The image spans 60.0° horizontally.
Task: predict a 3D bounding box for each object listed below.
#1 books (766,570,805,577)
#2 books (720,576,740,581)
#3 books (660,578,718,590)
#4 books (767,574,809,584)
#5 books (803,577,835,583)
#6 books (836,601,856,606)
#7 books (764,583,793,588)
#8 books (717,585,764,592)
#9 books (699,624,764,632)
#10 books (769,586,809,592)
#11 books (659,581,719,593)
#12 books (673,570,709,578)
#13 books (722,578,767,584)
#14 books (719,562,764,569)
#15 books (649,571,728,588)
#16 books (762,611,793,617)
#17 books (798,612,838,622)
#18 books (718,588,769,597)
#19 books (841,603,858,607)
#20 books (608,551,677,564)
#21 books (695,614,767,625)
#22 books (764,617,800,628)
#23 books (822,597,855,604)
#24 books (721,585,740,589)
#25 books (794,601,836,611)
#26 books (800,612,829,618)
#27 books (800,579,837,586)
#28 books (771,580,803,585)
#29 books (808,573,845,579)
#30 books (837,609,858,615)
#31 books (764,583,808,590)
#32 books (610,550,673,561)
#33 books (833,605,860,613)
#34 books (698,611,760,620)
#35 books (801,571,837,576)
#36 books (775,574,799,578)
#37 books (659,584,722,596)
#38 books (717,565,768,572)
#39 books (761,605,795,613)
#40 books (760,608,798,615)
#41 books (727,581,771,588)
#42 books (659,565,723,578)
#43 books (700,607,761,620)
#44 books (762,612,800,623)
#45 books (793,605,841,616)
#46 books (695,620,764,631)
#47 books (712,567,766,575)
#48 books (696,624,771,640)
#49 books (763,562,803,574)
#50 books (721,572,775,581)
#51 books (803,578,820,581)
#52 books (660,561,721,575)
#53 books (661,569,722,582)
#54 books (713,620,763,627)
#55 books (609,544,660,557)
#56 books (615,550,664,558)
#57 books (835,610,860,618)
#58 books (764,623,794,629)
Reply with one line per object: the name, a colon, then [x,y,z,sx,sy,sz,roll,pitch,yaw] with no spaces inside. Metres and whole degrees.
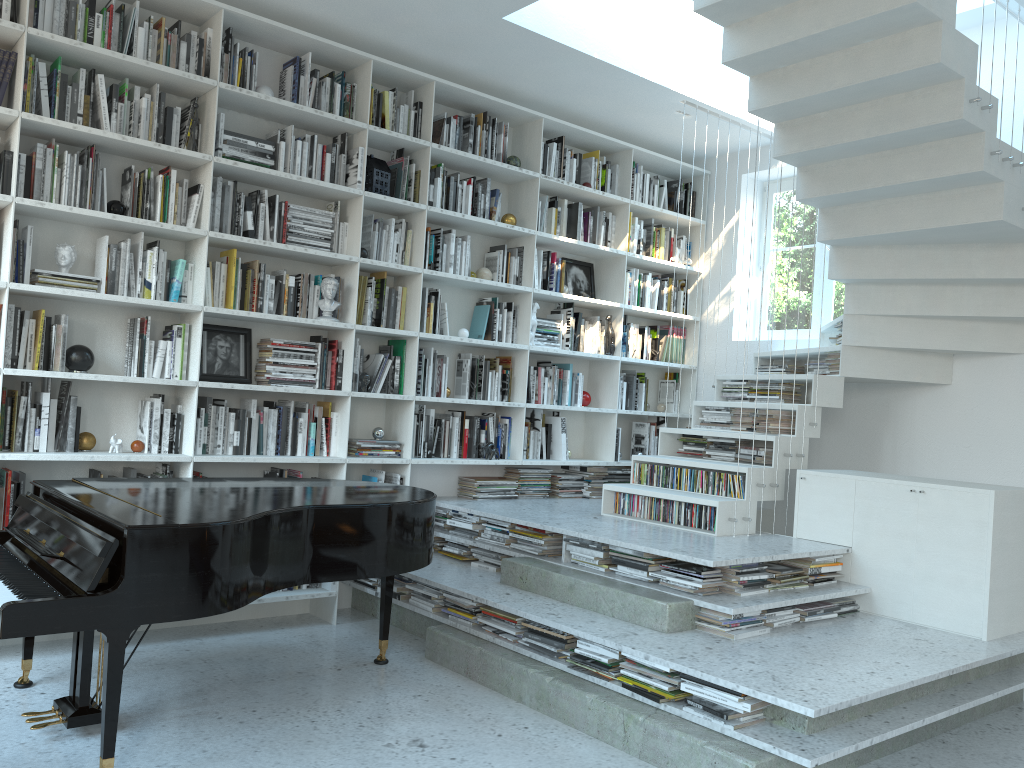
books: [1.251,0.889,4.229,0.246,0.013,0.172,5,-2,-40]
books: [1.031,0.874,4.055,0.260,0.009,0.153,5,-2,-36]
books: [0.798,0.893,3.991,0.152,0.015,0.208,5,-2,-42]
books: [1.260,0.913,4.215,0.273,0.014,0.187,5,-2,-44]
books: [1.474,0.964,4.422,0.259,0.009,0.152,5,-2,-42]
books: [1.574,1.070,4.372,0.229,0.014,0.133,5,-2,-40]
books: [1.239,0.942,4.239,0.294,0.014,0.133,5,-2,-42]
books: [1.025,0.922,4.058,0.227,0.013,0.148,5,-2,-41]
books: [0.939,1.036,3.830,0.264,0.006,0.164,5,-2,-38]
books: [1.250,0.958,4.223,0.291,0.007,0.174,5,-2,-36]
books: [0.793,0.907,3.987,0.161,0.014,0.212,5,-2,-35]
books: [0.826,0.851,4.013,0.091,0.011,0.190,5,-2,-41]
books: [1.033,0.885,4.053,0.210,0.012,0.168,5,-2,-38]
books: [1.024,0.820,4.069,0.261,0.016,0.128,5,-2,-40]
books: [0.789,0.872,3.983,0.185,0.014,0.297,5,-2,-40]
books: [1.153,1.026,4.020,0.211,0.018,0.134,5,-2,-36]
books: [1.384,1.082,4.182,0.250,0.018,0.177,5,-2,-36]
books: [1.034,0.936,4.047,0.216,0.015,0.177,5,-2,-41]
books: [1.577,1.081,4.367,0.225,0.007,0.133,5,-2,-35]
books: [0.617,0.817,4.198,0.168,0.013,0.281,5,-2,-42]
books: [0.943,1.003,3.828,0.292,0.012,0.159,5,-2,-36]
books: [1.165,1.057,4.002,0.232,0.019,0.169,5,-2,-44]
books: [1.575,1.060,4.371,0.215,0.007,0.130,5,-2,-37]
books: [1.023,0.909,4.063,0.207,0.012,0.131,5,-2,-43]
books: [1.377,1.037,4.183,0.275,0.009,0.176,5,-2,-39]
books: [1.381,1.070,4.187,0.254,0.005,0.161,5,-2,-43]
books: [1.480,0.975,4.414,0.220,0.011,0.177,5,-2,-41]
books: [1.250,0.927,4.227,0.215,0.015,0.177,5,-2,-38]
books: [1.488,0.941,4.407,0.281,0.008,0.181,5,-2,-34]
books: [1.579,1.107,4.362,0.179,0.010,0.160,5,-2,-39]
books: [1.251,0.952,4.223,0.287,0.005,0.165,5,-2,-34]
books: [0.619,0.807,4.199,0.171,0.007,0.260,5,-2,-41]
books: [1.578,1.093,4.364,0.234,0.017,0.151,5,-2,-38]
books: [0.936,0.991,3.838,0.257,0.010,0.132,5,-2,-35]
books: [1.476,0.929,4.423,0.268,0.014,0.160,5,-2,-40]
books: [1.247,0.900,4.233,0.179,0.010,0.160,5,-2,-37]
books: [0.804,0.919,3.997,0.144,0.009,0.249,5,-2,-39]
books: [1.037,0.833,4.053,0.228,0.009,0.159,5,-2,-43]
books: [1.156,1.006,4.017,0.220,0.013,0.149,5,-2,-40]
books: [1.157,1.015,4.015,0.242,0.005,0.152,5,-2,-38]
books: [1.038,0.898,4.045,0.215,0.013,0.189,5,-2,-40]
books: [0.807,0.840,3.996,0.132,0.009,0.269,5,-2,-35]
books: [0.946,0.974,3.828,0.234,0.025,0.157,5,-2,-44]
books: [1.159,1.041,4.011,0.273,0.012,0.158,5,-2,-41]
books: [1.387,1.051,4.181,0.287,0.018,0.190,5,-2,-40]
books: [0.940,1.029,3.830,0.285,0.008,0.159,5,-2,-41]
books: [1.031,0.846,4.059,0.221,0.018,0.154,5,-2,-38]
books: [0.951,1.051,3.814,0.262,0.023,0.200,5,-2,-41]
books: [1.256,0.877,4.224,0.203,0.011,0.173,5,-2,-44]
books: [1.046,0.863,4.039,0.230,0.015,0.190,5,-2,-34]
books: [1.471,0.952,4.426,0.262,0.016,0.132,5,-2,-44]
books: [0.805,0.828,3.994,0.149,0.014,0.228,5,-2,-41]
books: [0.809,0.861,3.999,0.137,0.012,0.242,5,-2,-38]
books: [0.945,1.015,3.825,0.210,0.012,0.168,5,-2,-35]
books: [0.609,0.783,4.190,0.189,0.022,0.237,5,-2,-34]
books: [0.619,0.799,4.199,0.170,0.008,0.208,5,-2,-36]
books: [1.581,1.115,4.359,0.261,0.006,0.151,5,-2,-43]
books: [1.154,1.074,4.013,0.208,0.015,0.152,5,-2,-41]
